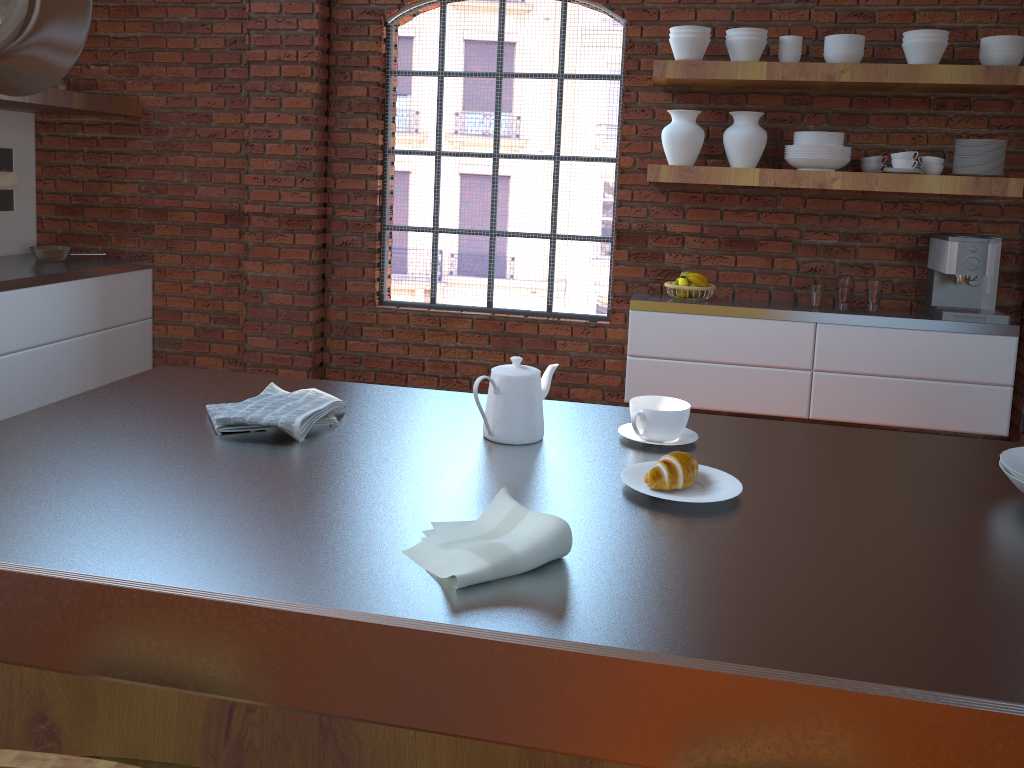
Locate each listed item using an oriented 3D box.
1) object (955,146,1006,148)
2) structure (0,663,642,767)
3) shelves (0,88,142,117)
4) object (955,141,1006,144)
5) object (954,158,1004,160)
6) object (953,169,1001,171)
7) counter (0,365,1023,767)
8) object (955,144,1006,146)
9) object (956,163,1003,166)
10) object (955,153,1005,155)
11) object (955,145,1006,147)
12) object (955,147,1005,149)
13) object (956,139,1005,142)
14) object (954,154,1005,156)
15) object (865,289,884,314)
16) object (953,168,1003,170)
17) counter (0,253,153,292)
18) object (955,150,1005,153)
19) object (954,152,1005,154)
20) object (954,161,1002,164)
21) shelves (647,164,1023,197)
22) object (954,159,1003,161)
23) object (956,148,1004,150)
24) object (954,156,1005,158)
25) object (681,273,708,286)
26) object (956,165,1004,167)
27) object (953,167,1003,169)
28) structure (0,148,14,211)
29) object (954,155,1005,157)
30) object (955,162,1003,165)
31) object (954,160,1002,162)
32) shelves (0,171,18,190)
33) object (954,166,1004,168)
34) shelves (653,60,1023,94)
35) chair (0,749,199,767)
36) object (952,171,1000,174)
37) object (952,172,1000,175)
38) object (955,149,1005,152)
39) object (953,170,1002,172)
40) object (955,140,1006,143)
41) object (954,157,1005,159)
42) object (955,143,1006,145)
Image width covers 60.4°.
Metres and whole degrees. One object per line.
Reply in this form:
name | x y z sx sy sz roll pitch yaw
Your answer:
object | 2.005 -1.008 3.770 0.195 0.013 0.197 9 15 27
structure | 0.551 0.708 1.422 3.123 0.755 1.041 5 11 11
shelves | -2.492 -1.280 3.810 0.655 0.075 2.014 5 13 10
object | 2.006 -1.026 3.768 0.195 0.013 0.197 9 15 27
object | 2.003 -0.958 3.776 0.195 0.013 0.197 9 15 27
object | 2.001 -0.912 3.781 0.195 0.013 0.197 9 15 27
counter | 0.570 0.264 1.364 3.147 0.128 1.043 5 13 11
object | 2.005 -1.018 3.769 0.195 0.013 0.197 9 15 27
object | 2.002 -0.936 3.778 0.195 0.013 0.197 9 15 27
object | 2.004 -0.981 3.773 0.195 0.013 0.197 9 15 27
object | 2.005 -1.013 3.770 0.195 0.013 0.197 9 15 27
object | 2.005 -1.004 3.771 0.195 0.013 0.197 9 15 27
object | 2.006 -1.036 3.767 0.195 0.013 0.197 9 15 27
object | 2.004 -0.976 3.774 0.195 0.013 0.197 9 15 27
object | 1.595 -0.365 3.886 0.078 0.102 0.078 6 10 22
object | 2.001 -0.917 3.780 0.195 0.013 0.197 9 15 27
counter | -2.498 -0.467 3.898 0.715 0.044 2.020 5 13 10
object | 2.004 -0.990 3.772 0.195 0.013 0.197 9 15 27
object | 2.004 -0.985 3.773 0.195 0.013 0.197 9 15 27
object | 2.002 -0.945 3.777 0.195 0.013 0.197 9 15 27
shelves | 1.386 -0.910 3.932 1.538 0.075 0.343 5 13 11
object | 2.003 -0.954 3.776 0.195 0.013 0.197 9 15 27
object | 2.005 -0.999 3.771 0.195 0.013 0.197 9 15 27
object | 2.003 -0.967 3.775 0.195 0.013 0.197 9 15 27
object | 0.856 -0.471 4.047 0.185 0.083 0.067 -8 14 -41
object | 2.002 -0.931 3.779 0.195 0.013 0.197 9 15 27
object | 2.001 -0.922 3.780 0.195 0.013 0.197 9 15 27
structure | -2.721 -1.046 4.503 0.013 0.329 0.465 4 11 10
object | 2.003 -0.972 3.774 0.195 0.013 0.197 9 15 27
object | 2.002 -0.940 3.778 0.195 0.013 0.197 9 15 27
object | 2.003 -0.949 3.777 0.195 0.013 0.197 9 15 27
shelves | -2.595 -0.804 3.407 0.655 0.075 1.085 5 13 10
object | 2.002 -0.926 3.779 0.195 0.013 0.197 9 15 27
shelves | 1.405 -1.355 3.883 1.538 0.075 0.343 5 13 11
chair | -0.501 0.744 1.107 0.338 0.740 0.343 3 8 5
object | 2.001 -0.904 3.782 0.195 0.013 0.197 9 15 27
object | 2.000 -0.899 3.782 0.195 0.013 0.197 9 15 27
object | 2.004 -0.994 3.772 0.195 0.013 0.197 9 15 27
object | 2.001 -0.908 3.781 0.195 0.013 0.197 9 15 27
object | 2.006 -1.031 3.768 0.195 0.013 0.197 9 15 27
object | 2.003 -0.963 3.775 0.195 0.013 0.197 9 15 27
object | 2.006 -1.022 3.769 0.195 0.013 0.197 9 15 27
